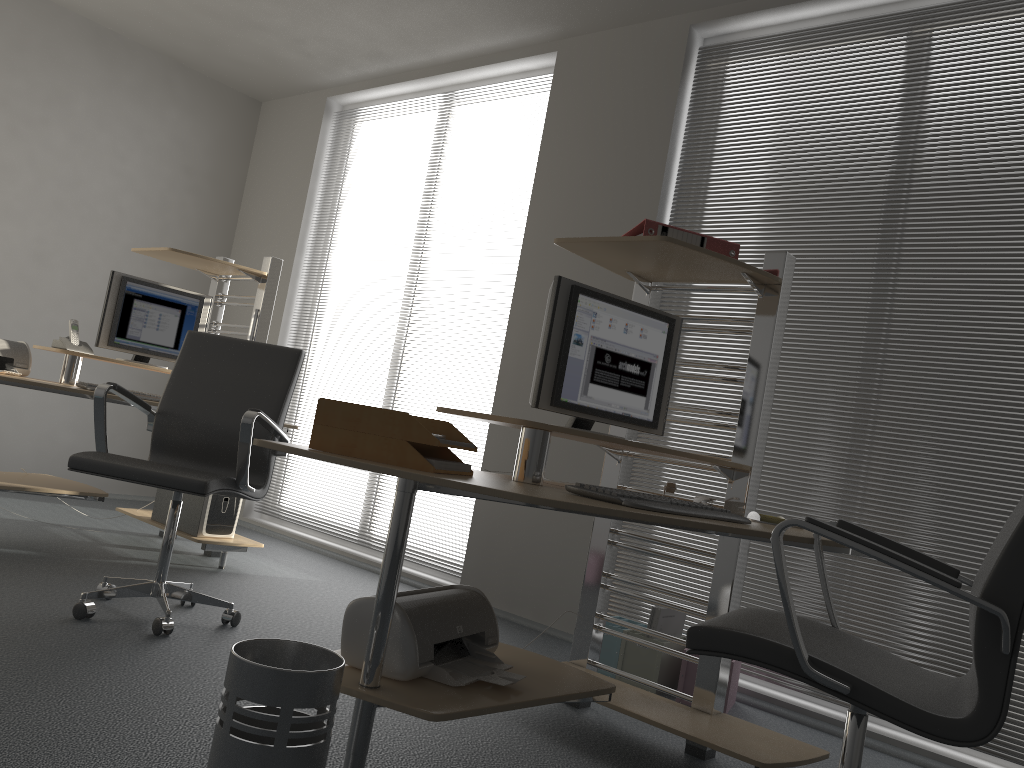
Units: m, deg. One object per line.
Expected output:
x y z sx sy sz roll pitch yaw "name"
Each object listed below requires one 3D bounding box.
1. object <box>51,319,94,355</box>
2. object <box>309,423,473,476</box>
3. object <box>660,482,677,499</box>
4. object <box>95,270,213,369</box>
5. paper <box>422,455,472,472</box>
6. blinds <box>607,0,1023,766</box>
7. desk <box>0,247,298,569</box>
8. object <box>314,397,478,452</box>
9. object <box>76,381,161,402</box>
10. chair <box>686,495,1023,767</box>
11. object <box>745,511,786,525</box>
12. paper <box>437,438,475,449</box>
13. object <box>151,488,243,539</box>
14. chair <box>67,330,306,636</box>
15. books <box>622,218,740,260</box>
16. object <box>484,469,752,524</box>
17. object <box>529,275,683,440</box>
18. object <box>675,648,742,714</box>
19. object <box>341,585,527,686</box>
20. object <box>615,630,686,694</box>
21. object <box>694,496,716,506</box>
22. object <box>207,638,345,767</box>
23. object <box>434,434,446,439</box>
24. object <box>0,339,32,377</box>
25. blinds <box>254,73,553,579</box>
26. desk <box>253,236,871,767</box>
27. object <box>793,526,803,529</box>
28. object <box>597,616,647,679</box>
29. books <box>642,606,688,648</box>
-2.059 -0.228 4.182 0.119 0.151 0.150 8 -5 27 "object"
-0.266 0.150 2.021 0.309 0.060 0.225 9 -4 20 "object"
0.475 0.328 2.656 0.054 0.064 0.159 10 -4 8 "object"
-1.817 -0.299 4.485 0.516 0.418 0.245 13 -5 -34 "object"
-0.268 0.162 2.019 0.297 0.019 0.210 9 -4 20 "paper"
1.383 -0.169 3.493 1.950 2.770 0.022 7 -5 41 "blinds"
-1.852 -0.011 4.073 0.967 1.566 1.469 7 -5 41 "desk"
-0.256 0.094 2.025 0.309 0.060 0.225 9 -4 20 "object"
-1.882 0.055 4.203 0.478 0.082 0.814 14 -5 -41 "object"
0.730 0.558 1.793 0.652 1.048 0.584 8 -5 27 "chair"
0.733 0.386 2.546 0.132 0.026 0.132 7 -5 41 "object"
-0.258 0.111 2.023 0.297 0.010 0.210 9 -4 20 "paper"
-1.536 0.510 4.387 0.471 0.422 0.199 7 -5 41 "object"
-1.181 0.312 3.199 0.584 1.048 0.652 10 -4 7 "chair"
0.500 -0.420 2.772 0.320 0.072 0.262 12 -4 -17 "books"
0.177 0.297 2.353 0.478 0.082 0.814 14 -5 -41 "object"
0.263 -0.051 2.669 0.516 0.418 0.245 12 -5 -27 "object"
0.750 1.115 3.364 0.185 0.202 0.245 9 -4 23 "object"
-0.135 0.584 2.075 0.351 0.162 0.438 8 -4 25 "object"
0.564 1.090 3.491 0.185 0.202 0.245 7 -5 41 "object"
0.576 0.358 2.662 0.022 0.042 0.134 11 -4 -7 "object"
-0.444 0.682 1.619 0.208 0.377 0.208 11 -4 -5 "object"
-0.162 0.118 1.988 0.008 0.009 0.159 10 -4 5 "object"
-2.320 -0.141 3.888 0.351 0.162 0.438 8 -5 33 "object"
-0.719 -0.420 5.329 1.950 2.749 0.037 7 -5 41 "blinds"
0.243 0.238 2.241 0.967 1.566 1.469 7 -5 41 "desk"
0.783 0.408 2.610 0.158 0.011 0.011 7 -5 38 "object"
0.425 1.074 3.613 0.185 0.202 0.245 7 -5 41 "object"
0.588 1.022 3.486 0.068 0.306 0.220 7 -5 41 "books"
